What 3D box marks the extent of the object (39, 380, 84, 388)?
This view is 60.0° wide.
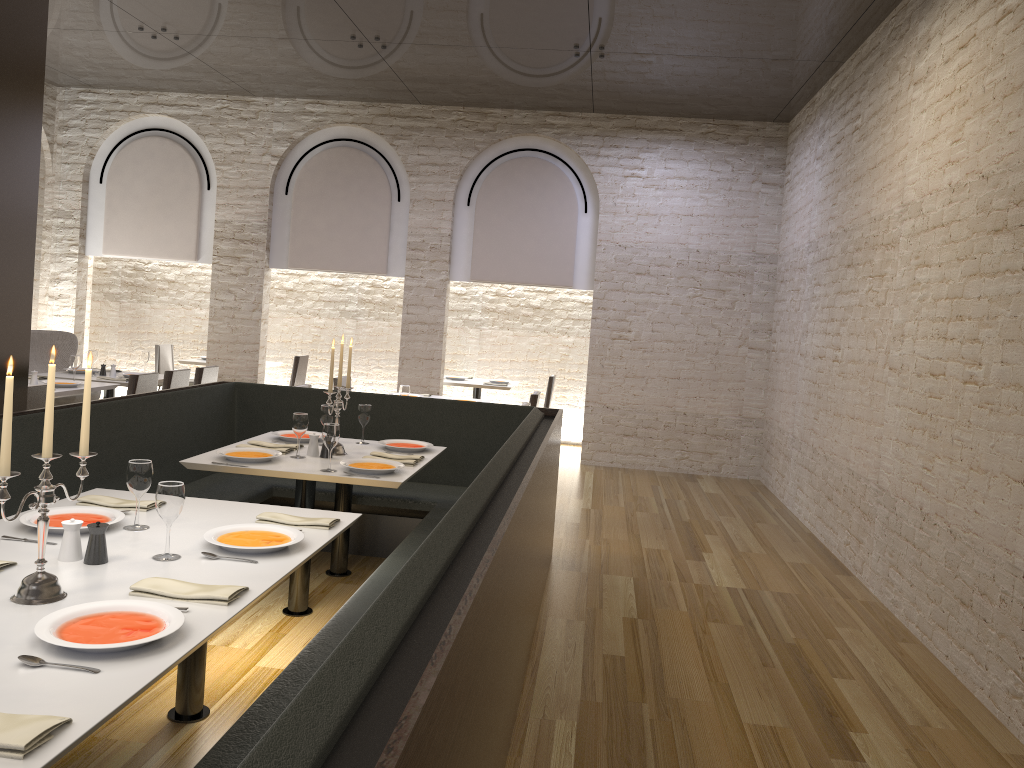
[{"bbox_3d":[-3.577,0.003,7.043,0.322,0.036,0.321,8,6,43],"label":"object"}]

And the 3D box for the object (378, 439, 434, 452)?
[{"bbox_3d":[-0.617,0.363,5.138,0.321,0.036,0.322,1,5,-36],"label":"object"}]

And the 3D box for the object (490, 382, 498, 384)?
[{"bbox_3d":[-0.179,-0.006,10.544,0.181,0.015,0.038,5,4,7],"label":"object"}]

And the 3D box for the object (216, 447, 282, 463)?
[{"bbox_3d":[-1.323,0.363,4.461,0.321,0.036,0.322,3,5,-18],"label":"object"}]

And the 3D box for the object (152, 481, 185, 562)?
[{"bbox_3d":[-1.047,0.417,2.705,0.086,0.230,0.086,5,2,18],"label":"object"}]

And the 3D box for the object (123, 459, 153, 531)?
[{"bbox_3d":[-1.272,0.377,3.017,0.086,0.230,0.086,5,2,18],"label":"object"}]

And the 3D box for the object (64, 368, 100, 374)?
[{"bbox_3d":[-3.993,-0.118,8.233,0.322,0.036,0.321,8,6,43],"label":"object"}]

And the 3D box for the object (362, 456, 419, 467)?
[{"bbox_3d":[-0.639,0.404,4.669,0.273,0.033,0.143,5,4,6],"label":"object"}]

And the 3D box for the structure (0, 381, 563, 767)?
[{"bbox_3d":[-1.422,0.916,0.699,2.372,0.999,10.766,5,4,6],"label":"structure"}]

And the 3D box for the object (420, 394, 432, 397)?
[{"bbox_3d":[-0.912,0.101,8.412,0.273,0.033,0.143,5,4,6],"label":"object"}]

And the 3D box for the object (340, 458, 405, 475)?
[{"bbox_3d":[-0.694,0.414,4.396,0.321,0.036,0.322,3,5,-18],"label":"object"}]

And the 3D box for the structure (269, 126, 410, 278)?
[{"bbox_3d":[-1.942,-2.110,10.147,1.634,1.672,0.098,4,2,6],"label":"structure"}]

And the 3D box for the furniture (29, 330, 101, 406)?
[{"bbox_3d":[-4.533,0.099,7.854,0.707,1.095,2.589,4,4,6],"label":"furniture"}]

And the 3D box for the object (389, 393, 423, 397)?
[{"bbox_3d":[-0.965,0.116,8.074,0.321,0.036,0.322,1,5,-38],"label":"object"}]

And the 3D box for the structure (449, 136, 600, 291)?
[{"bbox_3d":[0.161,-1.940,9.934,1.634,1.672,0.098,4,2,6],"label":"structure"}]

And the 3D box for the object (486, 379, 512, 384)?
[{"bbox_3d":[-0.155,-0.026,10.726,0.322,0.036,0.321,8,6,41],"label":"object"}]

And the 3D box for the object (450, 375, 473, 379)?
[{"bbox_3d":[-0.636,-0.084,11.120,0.273,0.033,0.143,5,4,6],"label":"object"}]

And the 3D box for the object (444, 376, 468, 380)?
[{"bbox_3d":[-0.688,-0.069,10.782,0.322,0.036,0.321,8,6,41],"label":"object"}]

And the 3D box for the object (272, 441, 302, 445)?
[{"bbox_3d":[-1.274,0.334,5.028,0.185,0.010,0.017,5,4,6],"label":"object"}]

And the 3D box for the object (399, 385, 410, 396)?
[{"bbox_3d":[-0.826,0.125,6.771,0.087,0.230,0.086,6,3,36],"label":"object"}]

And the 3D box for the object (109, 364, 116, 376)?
[{"bbox_3d":[-3.680,-0.130,8.177,0.059,0.109,0.059,6,3,41],"label":"object"}]

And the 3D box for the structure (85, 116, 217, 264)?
[{"bbox_3d":[-4.185,-2.291,10.374,1.634,1.672,0.098,4,2,6],"label":"structure"}]

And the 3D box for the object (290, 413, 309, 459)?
[{"bbox_3d":[-1.107,0.268,4.611,0.086,0.230,0.086,6,3,42],"label":"object"}]

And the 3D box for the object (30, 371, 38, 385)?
[{"bbox_3d":[-3.798,-0.053,7.043,0.059,0.109,0.059,6,3,41],"label":"object"}]

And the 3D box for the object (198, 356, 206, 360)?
[{"bbox_3d":[-3.765,-0.318,11.094,0.322,0.036,0.321,8,6,41],"label":"object"}]

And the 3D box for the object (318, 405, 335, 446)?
[{"bbox_3d":[-1.060,0.237,5.063,0.086,0.230,0.086,6,3,42],"label":"object"}]

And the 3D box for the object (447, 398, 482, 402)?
[{"bbox_3d":[-0.432,0.159,8.018,0.321,0.036,0.322,1,5,-38],"label":"object"}]

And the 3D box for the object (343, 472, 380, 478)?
[{"bbox_3d":[-0.717,0.434,4.216,0.181,0.015,0.038,5,4,7],"label":"object"}]

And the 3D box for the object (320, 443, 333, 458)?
[{"bbox_3d":[-0.977,0.330,4.676,0.068,0.126,0.069,2,3,-42],"label":"object"}]

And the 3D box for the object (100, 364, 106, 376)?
[{"bbox_3d":[-3.755,-0.133,8.139,0.059,0.109,0.059,6,3,41],"label":"object"}]

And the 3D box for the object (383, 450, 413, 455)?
[{"bbox_3d":[-0.640,0.383,4.959,0.181,0.015,0.038,5,4,7],"label":"object"}]

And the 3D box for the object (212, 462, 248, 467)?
[{"bbox_3d":[-1.353,0.387,4.258,0.185,0.010,0.017,5,4,6],"label":"object"}]

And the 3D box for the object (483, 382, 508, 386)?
[{"bbox_3d":[-0.194,0.005,10.369,0.273,0.033,0.143,5,4,6],"label":"object"}]

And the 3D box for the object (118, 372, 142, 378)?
[{"bbox_3d":[-3.460,-0.074,8.176,0.322,0.036,0.321,8,6,43],"label":"object"}]

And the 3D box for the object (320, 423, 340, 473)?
[{"bbox_3d":[-0.882,0.308,4.299,0.086,0.230,0.086,6,3,42],"label":"object"}]

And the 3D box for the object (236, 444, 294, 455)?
[{"bbox_3d":[-1.321,0.349,4.744,0.273,0.033,0.143,5,4,6],"label":"object"}]

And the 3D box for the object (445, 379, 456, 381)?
[{"bbox_3d":[-0.712,-0.047,10.600,0.185,0.010,0.017,5,4,6],"label":"object"}]

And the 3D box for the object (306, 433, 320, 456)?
[{"bbox_3d":[-1.054,0.321,4.708,0.068,0.126,0.069,2,3,-42],"label":"object"}]

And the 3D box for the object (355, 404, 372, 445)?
[{"bbox_3d":[-0.875,0.238,5.233,0.086,0.230,0.086,3,2,-24],"label":"object"}]

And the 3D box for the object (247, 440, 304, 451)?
[{"bbox_3d":[-1.305,0.338,4.898,0.273,0.033,0.143,5,4,6],"label":"object"}]

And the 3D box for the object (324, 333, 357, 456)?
[{"bbox_3d":[-0.937,0.052,4.798,0.132,0.656,0.390,5,3,16],"label":"object"}]

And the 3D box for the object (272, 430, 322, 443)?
[{"bbox_3d":[-1.246,0.312,5.203,0.322,0.036,0.322,4,4,1],"label":"object"}]

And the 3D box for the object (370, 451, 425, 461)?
[{"bbox_3d":[-0.623,0.394,4.823,0.273,0.033,0.143,5,4,6],"label":"object"}]
